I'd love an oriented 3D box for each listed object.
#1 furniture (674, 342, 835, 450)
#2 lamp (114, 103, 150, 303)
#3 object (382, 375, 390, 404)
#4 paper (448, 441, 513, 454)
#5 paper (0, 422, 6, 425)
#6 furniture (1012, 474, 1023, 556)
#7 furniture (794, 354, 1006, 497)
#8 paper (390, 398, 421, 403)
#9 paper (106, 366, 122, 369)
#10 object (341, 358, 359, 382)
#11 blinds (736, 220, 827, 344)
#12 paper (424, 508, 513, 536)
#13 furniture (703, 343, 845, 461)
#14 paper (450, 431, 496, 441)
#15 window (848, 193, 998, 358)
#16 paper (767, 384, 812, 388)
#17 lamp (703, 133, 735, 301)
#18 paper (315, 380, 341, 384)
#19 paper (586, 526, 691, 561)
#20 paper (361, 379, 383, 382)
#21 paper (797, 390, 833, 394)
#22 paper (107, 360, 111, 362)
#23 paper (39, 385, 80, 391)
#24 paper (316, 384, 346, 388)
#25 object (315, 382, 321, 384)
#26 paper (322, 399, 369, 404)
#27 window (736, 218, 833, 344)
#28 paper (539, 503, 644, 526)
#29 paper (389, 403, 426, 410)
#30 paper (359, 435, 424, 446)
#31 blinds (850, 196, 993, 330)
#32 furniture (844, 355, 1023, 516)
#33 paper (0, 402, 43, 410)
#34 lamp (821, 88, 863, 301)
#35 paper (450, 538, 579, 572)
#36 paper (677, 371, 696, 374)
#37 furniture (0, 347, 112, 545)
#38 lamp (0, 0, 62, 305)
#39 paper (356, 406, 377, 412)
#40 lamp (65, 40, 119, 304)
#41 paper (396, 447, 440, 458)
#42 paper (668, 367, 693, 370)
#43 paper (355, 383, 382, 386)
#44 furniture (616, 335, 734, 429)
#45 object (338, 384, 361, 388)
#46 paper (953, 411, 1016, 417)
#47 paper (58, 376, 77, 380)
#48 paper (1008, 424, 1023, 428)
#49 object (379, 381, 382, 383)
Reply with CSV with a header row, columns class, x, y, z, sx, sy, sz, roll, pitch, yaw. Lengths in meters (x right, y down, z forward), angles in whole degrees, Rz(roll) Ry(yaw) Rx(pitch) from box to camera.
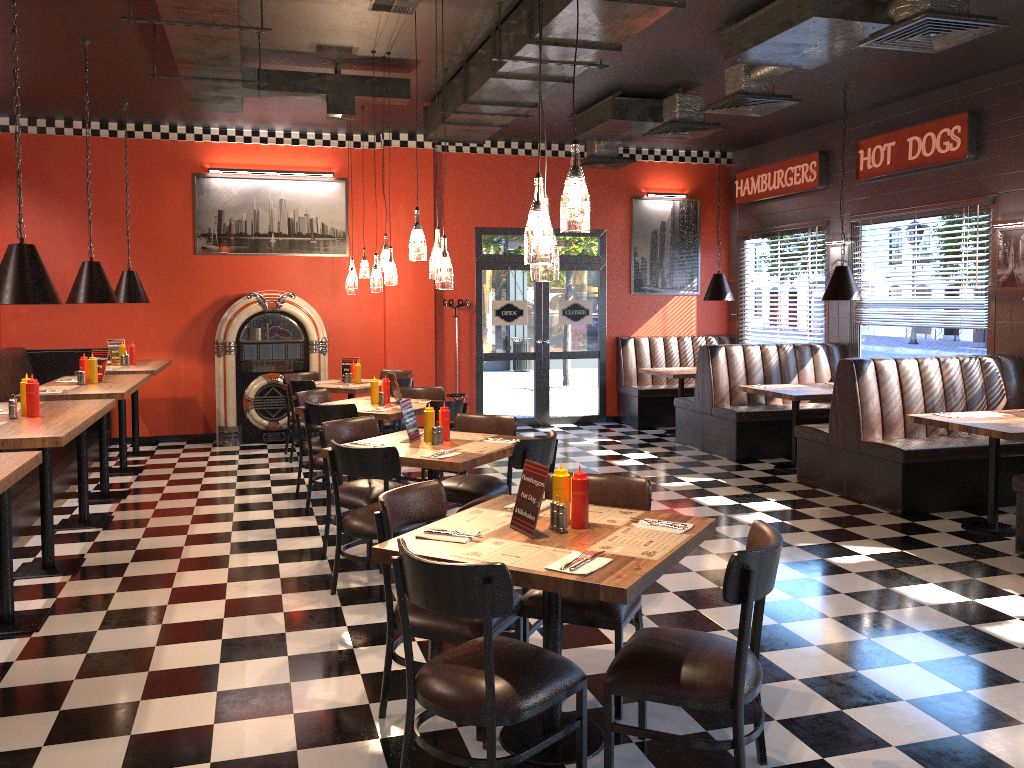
class,x,y,z,sx,sy,sz,roll,pitch,yaw
furniture,2.789,0.092,10.177,1.709,1.152,0.707,-2,4,-16
lamp,-3.950,-1.854,9.106,0.382,2.039,0.383,1,3,25
object,-1.065,0.045,7.478,0.068,0.237,0.068,-1,3,-11
paper,-0.190,0.373,5.216,0.261,0.001,0.366,2,6,27
paper,-2.778,0.222,4.529,0.261,0.001,0.366,-2,6,-14
furniture,4.129,0.518,5.597,1.709,1.152,0.707,-2,4,-16
furniture,3.459,0.305,7.887,1.709,1.152,0.707,-2,4,-16
paper,-0.956,0.143,7.696,0.365,0.001,0.261,3,6,27
paper,-3.961,-0.160,8.635,0.261,0.001,0.366,-2,6,-14
object,-1.733,-0.152,9.496,0.188,0.256,0.072,-1,3,-6
blinds,3.347,-1.162,11.150,0.099,1.631,1.874,-1,4,-16
paper,-0.133,0.537,3.477,0.261,0.001,0.366,3,6,29
furniture,2.987,0.155,9.501,1.709,1.152,0.707,-2,4,-16
paper,-0.311,0.331,5.666,0.365,0.001,0.261,3,6,27
window,4.088,-0.932,8.891,0.127,1.710,2.032,-1,4,-16
paper,2.763,0.018,8.865,0.365,0.001,0.262,-2,6,-14
lamp,2.545,-2.046,10.877,0.382,2.039,0.382,2,3,32
paper,-1.998,-0.022,9.486,0.261,0.001,0.366,3,6,31
paper,0.456,0.564,3.160,0.261,0.001,0.366,3,6,29
paper,-1.545,-0.038,9.637,0.365,0.001,0.261,3,6,28
paper,2.885,0.077,8.230,0.365,0.001,0.262,-2,6,-15
paper,-4.236,-0.248,9.576,0.261,0.001,0.366,-2,6,-14
paper,-3.392,0.031,6.579,0.261,0.001,0.366,-2,6,-14
paper,-1.857,0.019,9.045,0.365,0.001,0.261,3,6,28
object,-2.106,-0.009,9.269,0.255,0.019,0.158,3,6,31
paper,-1.407,0.156,7.579,0.261,0.001,0.366,3,6,28
window,3.418,-1.145,11.182,0.127,1.710,2.032,-1,4,-16
paper,0.320,0.525,3.586,0.365,0.001,0.261,3,6,28
paper,-0.812,0.182,7.272,0.261,0.001,0.366,3,6,28
paper,-0.761,0.348,5.507,0.261,0.001,0.366,3,6,29
blinds,4.018,-1.162,8.844,0.100,1.202,1.874,-1,5,-16
furniture,3.657,0.368,7.210,1.709,1.152,0.707,-2,4,-16
paper,-3.072,0.136,5.449,0.261,0.001,0.366,-2,6,-14
lamp,3.213,-1.833,8.592,0.382,2.039,0.382,-2,4,-35
paper,0.014,0.579,3.023,0.365,0.001,0.261,3,6,31
paper,2.163,-0.135,10.521,0.365,0.001,0.262,-2,6,-19
furniture,-3.891,0.533,5.795,1.104,1.146,8.781,-1,5,-16
lamp,-2.708,-1.458,4.856,0.382,2.039,0.383,1,3,25
paper,-1.252,0.197,7.127,0.365,0.001,0.261,3,6,30
lamp,-3.322,-1.654,6.957,0.382,2.039,0.383,1,3,25
paper,-0.612,0.389,5.068,0.365,0.001,0.261,3,6,27
paper,2.086,-0.195,11.154,0.365,0.001,0.262,-2,6,-16
paper,-1.432,0.004,9.186,0.261,0.001,0.366,3,6,28
furniture,2.318,-0.058,11.791,1.709,1.152,0.707,-2,4,-16
object,-1.630,0.019,8.949,0.157,0.019,0.255,3,6,32
paper,3.515,0.226,6.621,0.365,0.001,0.262,-2,6,-16
paper,-3.652,-0.051,7.461,0.261,0.001,0.366,-2,6,-14
paper,3.589,0.286,5.987,0.365,0.001,0.262,-2,6,-19
object,-1.316,-0.026,9.408,0.255,0.019,0.158,3,6,29
